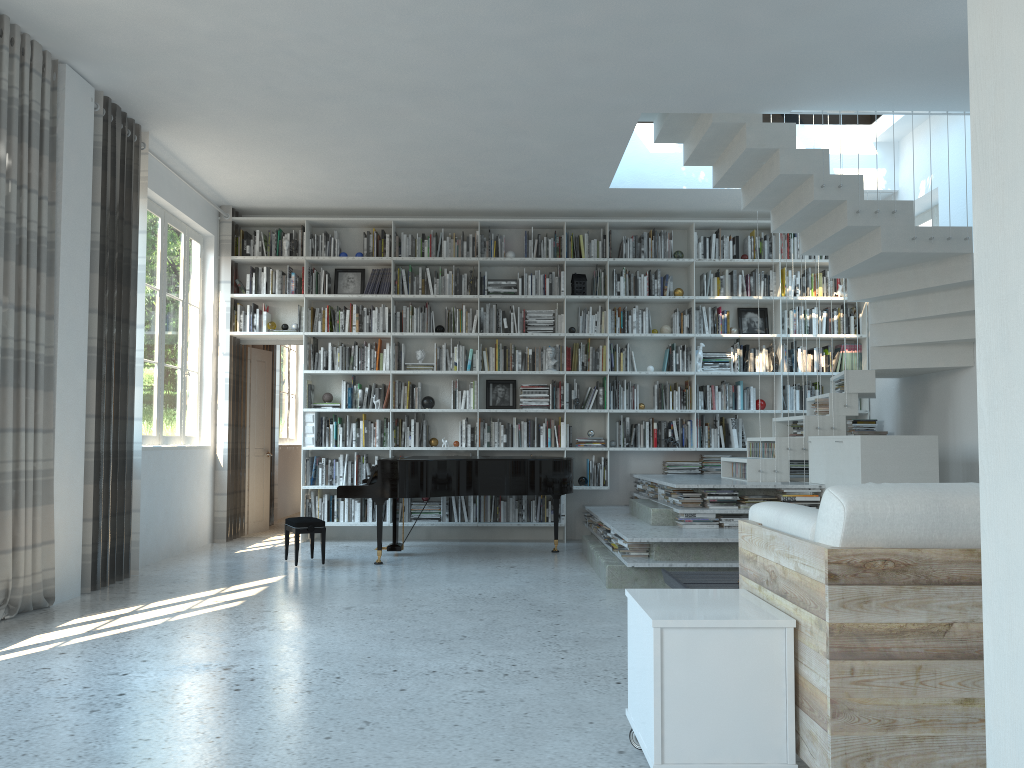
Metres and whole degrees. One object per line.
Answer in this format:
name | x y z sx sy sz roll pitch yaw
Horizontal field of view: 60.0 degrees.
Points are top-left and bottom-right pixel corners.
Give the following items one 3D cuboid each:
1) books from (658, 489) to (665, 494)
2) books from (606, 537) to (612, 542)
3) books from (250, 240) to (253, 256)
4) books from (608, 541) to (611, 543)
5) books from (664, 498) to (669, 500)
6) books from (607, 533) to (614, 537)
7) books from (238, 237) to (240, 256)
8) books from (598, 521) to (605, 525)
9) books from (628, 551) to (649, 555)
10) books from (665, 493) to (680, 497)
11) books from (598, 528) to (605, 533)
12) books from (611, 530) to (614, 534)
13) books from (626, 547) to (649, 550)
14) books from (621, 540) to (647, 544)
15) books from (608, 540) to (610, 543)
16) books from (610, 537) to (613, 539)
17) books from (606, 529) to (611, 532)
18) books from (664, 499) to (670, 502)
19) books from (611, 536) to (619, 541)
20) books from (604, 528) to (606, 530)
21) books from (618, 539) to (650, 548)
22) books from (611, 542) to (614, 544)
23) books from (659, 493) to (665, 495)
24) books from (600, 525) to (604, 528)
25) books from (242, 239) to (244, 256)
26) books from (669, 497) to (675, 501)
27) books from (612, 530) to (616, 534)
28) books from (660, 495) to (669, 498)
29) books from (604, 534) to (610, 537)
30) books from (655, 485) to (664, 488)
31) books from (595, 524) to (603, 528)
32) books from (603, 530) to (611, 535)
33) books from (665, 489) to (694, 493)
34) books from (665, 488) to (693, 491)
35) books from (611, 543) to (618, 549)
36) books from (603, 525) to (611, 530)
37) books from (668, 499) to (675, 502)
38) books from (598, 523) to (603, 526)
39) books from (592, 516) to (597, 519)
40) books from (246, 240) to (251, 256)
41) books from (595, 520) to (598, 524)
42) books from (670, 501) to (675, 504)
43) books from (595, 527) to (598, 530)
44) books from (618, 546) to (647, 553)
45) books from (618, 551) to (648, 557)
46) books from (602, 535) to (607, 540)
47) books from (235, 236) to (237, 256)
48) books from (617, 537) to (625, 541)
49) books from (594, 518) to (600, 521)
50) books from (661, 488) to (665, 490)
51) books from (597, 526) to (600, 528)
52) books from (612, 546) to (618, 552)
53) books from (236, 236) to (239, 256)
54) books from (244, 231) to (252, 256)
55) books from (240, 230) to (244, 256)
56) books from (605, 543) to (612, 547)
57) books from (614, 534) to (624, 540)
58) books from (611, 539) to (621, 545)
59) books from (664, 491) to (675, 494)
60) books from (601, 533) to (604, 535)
books | 1.318 0.887 7.330 0.174 0.029 0.250 0 -4 -3
books | 0.823 1.181 6.726 0.189 0.013 0.215 0 -4 -3
books | -2.554 -1.316 8.781 0.031 0.195 0.145 0 -3 -1
books | 0.833 1.206 6.725 0.171 0.005 0.297 0 -4 -2
books | 1.341 0.946 7.327 0.136 0.013 0.258 0 -4 -1
books | 0.827 1.149 6.728 0.180 0.017 0.183 0 -4 -4
books | -2.672 -1.331 8.766 0.023 0.223 0.151 0 -3 -1
books | 0.817 1.155 7.344 0.179 0.012 0.249 0 -4 -4
books | 0.864 1.158 6.121 0.132 0.014 0.205 0 -4 -1
books | 1.325 0.880 7.024 0.177 0.026 0.230 0 -4 -1
books | 0.819 1.212 7.341 0.182 0.013 0.287 0 -4 0
books | 0.842 1.127 6.729 0.141 0.028 0.223 1 -4 -6
books | 0.860 1.124 6.123 0.137 0.019 0.224 0 -4 0
books | 0.840 1.080 6.125 0.165 0.015 0.243 0 -4 3
books | 0.836 1.236 7.030 0.142 0.012 0.291 0 -4 3
books | 0.829 1.161 6.727 0.171 0.007 0.260 0 -4 2
books | 0.838 1.161 7.034 0.142 0.017 0.239 0 -4 -5
books | 1.332 0.961 7.326 0.132 0.016 0.262 0 -4 4
books | 0.830 1.120 6.428 0.168 0.013 0.281 1 -4 -6
books | 0.832 1.188 7.343 0.155 0.009 0.297 0 -4 0
books | 0.840 1.101 6.124 0.156 0.027 0.287 1 -4 -6
books | 0.829 1.191 6.726 0.180 0.008 0.267 0 -4 -2
books | 1.313 0.908 7.329 0.178 0.015 0.187 0 -4 4
books | 0.828 1.179 7.343 0.169 0.009 0.242 0 -4 -1
books | -2.634 -1.317 8.759 0.024 0.194 0.167 0 -3 -1
books | 1.334 0.908 7.023 0.155 0.028 0.189 0 -4 0
books | 0.828 1.073 6.430 0.182 0.016 0.257 0 -4 2
books | 1.324 0.928 7.328 0.167 0.024 0.192 0 -4 0
books | 0.825 1.200 7.031 0.177 0.011 0.220 0 -4 1
books | 1.305 0.848 7.332 0.192 0.014 0.256 0 -4 -5
books | 0.820 1.223 7.651 0.159 0.011 0.246 0 -4 -5
books | 0.827 1.182 7.032 0.160 0.025 0.244 1 -4 -6
books | 1.323 0.846 7.026 0.168 0.013 0.281 0 -4 -4
books | 1.324 0.837 7.027 0.171 0.007 0.260 0 -4 -3
books | 0.826 1.175 6.425 0.191 0.006 0.275 0 -4 1
books | 0.825 1.137 7.035 0.170 0.014 0.281 0 -4 -4
books | 1.329 0.925 7.022 0.154 0.007 0.293 0 -4 2
books | 0.820 1.168 7.344 0.165 0.014 0.236 1 -4 -6
books | 0.804 1.151 7.655 0.193 0.005 0.225 0 -4 -5
books | -2.583 -1.313 8.756 0.028 0.186 0.182 0 -3 -1
books | 0.809 1.188 7.653 0.182 0.016 0.199 0 -4 4
books | 1.333 0.939 7.021 0.142 0.020 0.231 0 -4 4
books | 0.821 1.254 7.650 0.159 0.012 0.292 0 -4 -4
books | 0.828 1.142 6.121 0.187 0.017 0.206 0 -4 4
books | 0.834 1.173 6.120 0.184 0.017 0.230 0 -4 1
books | 0.815 1.219 7.030 0.189 0.009 0.291 0 -4 2
books | -2.714 -1.330 8.754 0.014 0.219 0.188 0 -3 -1
books | 0.833 1.067 6.125 0.176 0.010 0.266 0 -4 -5
books | 0.816 1.173 7.654 0.171 0.015 0.253 0 -4 -4
books | 1.328 0.864 7.332 0.145 0.017 0.208 1 -4 -6
books | 0.826 1.243 7.650 0.165 0.012 0.205 0 -4 -1
books | 0.822 1.194 6.424 0.191 0.016 0.209 0 -4 4
books | -2.696 -1.333 8.776 0.024 0.228 0.130 0 -3 -1
books | -2.610 -1.355 8.756 0.025 0.269 0.177 0 -3 -1
books | -2.653 -1.363 8.759 0.014 0.286 0.175 0 -3 -1
books | 0.818 1.219 6.724 0.193 0.005 0.225 0 -4 -5
books | 0.826 1.055 6.126 0.192 0.014 0.256 0 -4 -5
books | 0.828 1.144 6.426 0.191 0.015 0.246 0 -4 0
books | 1.320 0.863 7.025 0.187 0.009 0.250 0 -4 -1
books | 0.821 1.250 7.339 0.161 0.008 0.254 0 -4 4
